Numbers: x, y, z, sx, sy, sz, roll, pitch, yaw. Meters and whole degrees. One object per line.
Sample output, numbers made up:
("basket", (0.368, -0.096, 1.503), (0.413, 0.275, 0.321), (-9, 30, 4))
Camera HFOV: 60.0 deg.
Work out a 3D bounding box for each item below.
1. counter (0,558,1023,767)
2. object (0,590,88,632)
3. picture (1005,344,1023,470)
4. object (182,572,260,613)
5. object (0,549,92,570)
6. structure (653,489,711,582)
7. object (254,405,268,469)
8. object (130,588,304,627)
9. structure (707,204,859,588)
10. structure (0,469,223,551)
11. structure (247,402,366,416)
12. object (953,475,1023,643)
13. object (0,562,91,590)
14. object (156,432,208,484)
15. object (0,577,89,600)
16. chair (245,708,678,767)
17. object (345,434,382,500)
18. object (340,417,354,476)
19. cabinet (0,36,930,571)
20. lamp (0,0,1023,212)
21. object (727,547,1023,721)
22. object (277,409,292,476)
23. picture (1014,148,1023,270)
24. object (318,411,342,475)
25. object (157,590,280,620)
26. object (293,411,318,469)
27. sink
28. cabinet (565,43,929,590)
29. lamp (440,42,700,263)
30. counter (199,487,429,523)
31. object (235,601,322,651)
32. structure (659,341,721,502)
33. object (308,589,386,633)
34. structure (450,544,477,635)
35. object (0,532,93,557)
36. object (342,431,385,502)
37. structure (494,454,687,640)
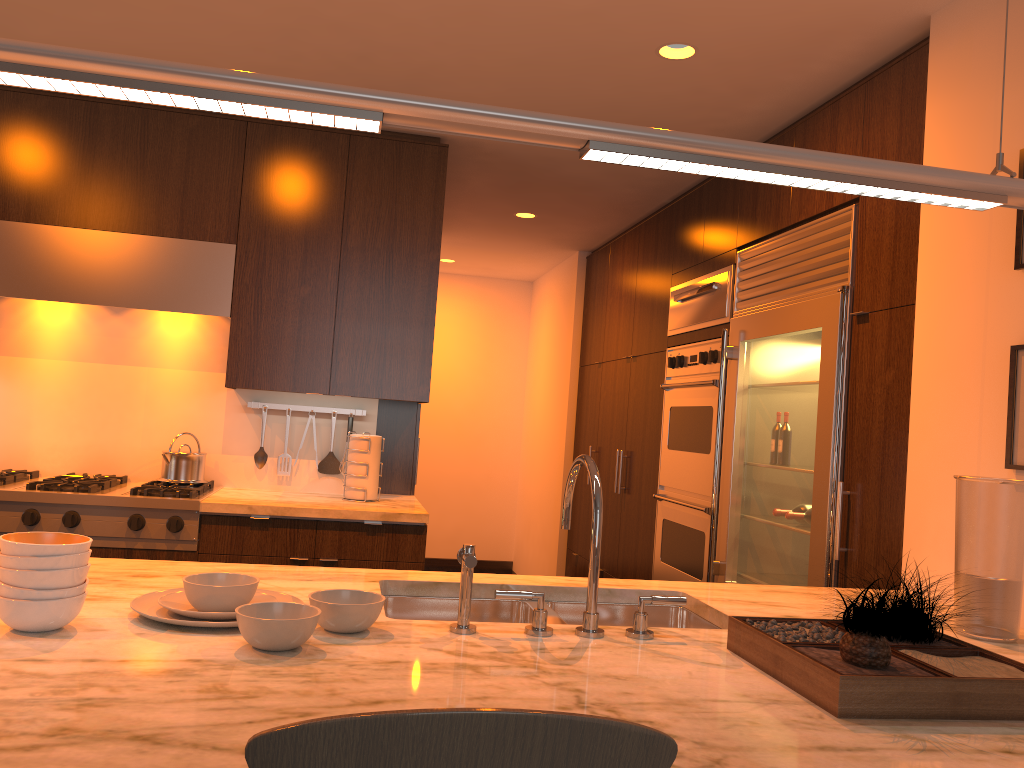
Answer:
("counter", (-0.099, 0.480, 1.644), (2.711, 0.038, 1.280), (5, -3, -10))
("object", (-0.781, 0.374, 1.468), (0.140, 0.059, 0.139), (5, -3, -19))
("picture", (1.255, 0.049, 1.912), (0.012, 0.300, 0.496), (5, -3, -10))
("object", (-0.544, 0.394, 1.655), (0.139, 0.059, 0.138), (3, -3, 15))
("object", (-0.776, 0.306, 1.471), (0.140, 0.064, 0.139), (6, -3, -36))
("structure", (0.800, 0.805, 4.228), (0.064, 0.544, 0.710), (5, -3, -10))
("object", (-1.153, 0.246, 4.101), (0.061, 0.296, 0.020), (5, -3, -12))
("object", (-0.546, 0.419, 1.654), (0.310, 0.021, 0.309), (5, -3, -10))
("structure", (1.263, 0.488, 3.449), (0.687, 2.129, 0.915), (5, -3, -10))
("structure", (-1.805, 0.415, 3.725), (1.067, 0.422, 0.824), (5, -3, -10))
("structure", (-0.957, 0.116, 4.151), (0.541, 0.031, 0.048), (4, -3, -7))
("object", (1.058, 0.383, 1.964), (0.159, 0.349, 0.159), (6, -3, -37))
("object", (-0.777, 0.328, 1.470), (0.140, 0.062, 0.139), (5, -3, -11))
("object", (-1.454, 0.322, 3.936), (0.221, 0.218, 0.221), (5, -3, -26))
("object", (-0.779, 0.350, 1.469), (0.140, 0.068, 0.139), (5, -3, -28))
("chair", (-0.109, 0.826, 1.031), (0.520, 1.047, 0.506), (5, -3, -10))
("object", (-0.665, 0.371, 3.969), (0.144, 0.286, 0.149), (6, -3, -29))
("object", (-0.770, 0.296, 4.174), (0.063, 0.281, 0.063), (6, -3, -33))
("cabinet", (-0.887, -0.156, 2.242), (5.521, 2.997, 7.728), (5, -3, -10))
("lamp", (-0.023, -0.832, 1.663), (2.465, 0.765, 0.120), (5, -3, -10))
("object", (0.683, 0.398, 1.573), (0.497, 0.231, 0.503), (5, -3, -10))
("object", (-1.050, 0.270, 4.123), (0.066, 0.314, 0.004), (5, -3, -10))
("picture", (1.290, -0.435, 1.935), (0.012, 0.298, 0.493), (5, -3, -10))
("object", (-0.848, 0.276, 4.177), (0.112, 0.303, 0.036), (5, -3, -11))
("object", (-0.546, 0.415, 1.654), (0.217, 0.025, 0.216), (4, -3, 7))
("object", (-0.952, 0.259, 4.141), (0.114, 0.271, 0.008), (5, -3, -10))
("sink", (0.086, 0.615, 1.977), (0.813, 0.176, 0.457), (5, -3, -10))
("cabinet", (1.112, 0.318, 4.540), (0.690, 2.540, 3.924), (5, -3, -10))
("lamp", (-7.696, -1.798, 2.989), (16.431, 0.171, 5.868), (5, -3, -11))
("counter", (-2.095, 0.403, 3.197), (3.616, 0.038, 3.187), (5, -3, -10))
("object", (-0.386, 0.402, 1.460), (0.139, 0.059, 0.138), (3, -3, 15))
("structure", (1.131, 0.476, 4.301), (0.687, 1.294, 0.743), (5, -3, -10))
("object", (-0.301, 0.415, 1.607), (0.139, 0.059, 0.138), (3, -3, 15))
("structure", (-0.085, 0.381, 1.656), (0.050, 0.161, 0.067), (5, -3, -10))
("object", (-0.775, 0.285, 1.472), (0.140, 0.062, 0.139), (4, -2, -2))
("object", (-0.672, 0.369, 3.975), (0.160, 0.304, 0.168), (2, -3, 33))
("structure", (0.178, 0.314, 1.742), (0.310, 0.341, 0.321), (3, -3, 27))
